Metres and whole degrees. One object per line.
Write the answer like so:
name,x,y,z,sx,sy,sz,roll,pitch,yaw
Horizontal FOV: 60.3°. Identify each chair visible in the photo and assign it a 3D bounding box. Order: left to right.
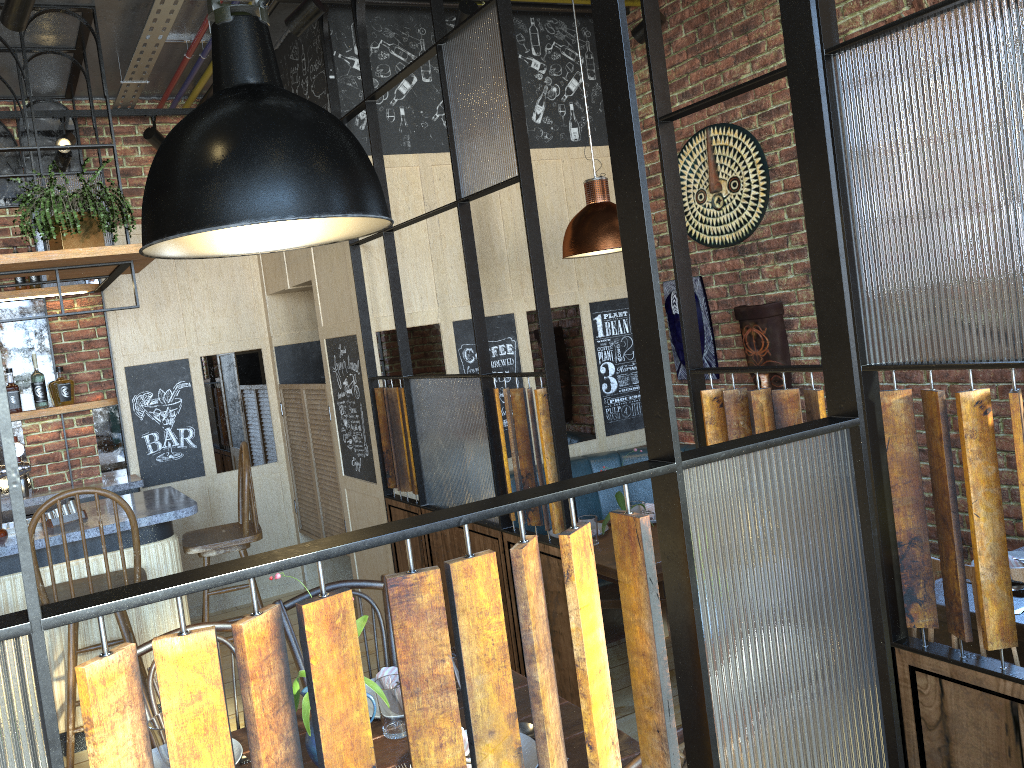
chair,-1.725,1.002,3.675,0.421,1.193,0.426,-9,3,-24
chair,-1.425,0.904,4.398,0.401,1.193,0.447,-9,3,-19
chair,-0.697,1.110,2.192,0.390,0.913,0.541,-9,3,-29
chair,-0.368,1.047,2.415,0.392,0.913,0.539,-9,3,-24
chair,0.108,1.043,1.625,0.387,0.913,0.545,-10,4,-44
chair,1.341,0.792,2.666,0.541,0.913,0.391,-6,3,27
chair,1.156,0.835,1.959,0.431,1.004,0.560,-10,4,-42

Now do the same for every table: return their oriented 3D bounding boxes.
table,-0.296,1.175,1.911,0.994,0.726,0.755,-10,4,-28
table,0.602,0.962,3.880,0.717,0.602,0.772,-10,4,-28
table,1.618,0.883,2.272,0.723,0.726,0.779,-10,4,-28

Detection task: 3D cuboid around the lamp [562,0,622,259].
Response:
lamp,0.317,-1.234,3.823,0.353,1.333,0.384,-9,3,-36

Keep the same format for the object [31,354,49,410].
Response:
object,-2.803,-0.015,5.214,0.075,0.329,0.076,-8,2,-5

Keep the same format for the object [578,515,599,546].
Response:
object,0.336,0.638,3.831,0.088,0.119,0.081,-6,3,31

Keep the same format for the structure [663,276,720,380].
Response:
structure,0.943,-0.293,4.780,0.110,0.558,0.336,-9,3,-29

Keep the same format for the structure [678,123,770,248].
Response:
structure,1.032,-0.998,4.458,0.076,0.618,0.689,-9,4,-32

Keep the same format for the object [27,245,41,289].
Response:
object,-2.846,-0.690,5.227,0.063,0.263,0.069,-10,3,-41

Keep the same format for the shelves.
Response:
shelves,-3.465,-0.088,5.116,2.043,0.744,0.627,-10,4,-27

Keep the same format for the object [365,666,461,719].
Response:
object,-0.289,0.762,2.172,0.314,0.051,0.279,-10,5,-24

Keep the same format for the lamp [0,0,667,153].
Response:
lamp,-1.758,-1.347,2.071,6.968,0.273,6.505,-10,5,-28

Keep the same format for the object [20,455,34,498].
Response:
object,-3.015,0.545,5.032,0.473,0.287,0.092,-10,3,-26

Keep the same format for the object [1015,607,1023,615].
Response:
object,1.404,0.533,2.102,0.260,0.051,0.336,-10,5,-25

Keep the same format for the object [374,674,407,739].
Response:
object,-0.267,0.736,2.008,0.088,0.119,0.080,-5,4,44

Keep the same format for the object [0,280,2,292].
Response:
object,-3.067,-0.660,5.104,0.165,0.283,0.125,-8,3,-14

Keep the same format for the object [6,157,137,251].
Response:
object,-1.885,-0.775,3.906,0.634,0.369,0.477,-5,5,39

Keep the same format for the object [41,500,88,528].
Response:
object,-2.047,0.588,4.023,0.095,0.090,0.170,-5,5,36

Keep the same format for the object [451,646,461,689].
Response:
object,-0.082,0.680,1.942,0.098,0.191,0.099,-8,3,-3

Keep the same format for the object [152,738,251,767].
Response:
object,-0.749,0.843,1.945,0.314,0.051,0.279,-10,5,-24

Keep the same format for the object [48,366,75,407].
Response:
object,-2.677,0.013,5.241,0.137,0.235,0.093,-10,4,-42

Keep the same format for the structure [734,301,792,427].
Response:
structure,1.240,-0.067,4.300,0.154,0.654,0.270,-9,3,-29

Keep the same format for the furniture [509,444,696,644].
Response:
furniture,0.649,0.819,4.196,1.438,0.821,1.499,-10,4,-28

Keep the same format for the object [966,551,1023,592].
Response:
object,1.420,0.505,2.447,0.314,0.051,0.279,-10,5,-24

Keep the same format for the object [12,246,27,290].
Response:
object,-2.911,-0.679,5.194,0.063,0.263,0.069,-9,3,-34

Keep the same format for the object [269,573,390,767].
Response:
object,-0.384,0.607,1.882,0.215,0.430,0.138,-8,2,-8

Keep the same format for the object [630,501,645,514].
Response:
object,0.563,0.595,3.974,0.088,0.119,0.081,-6,3,31

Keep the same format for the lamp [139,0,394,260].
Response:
lamp,-0.597,-0.959,1.831,0.518,1.324,0.541,-8,3,-16

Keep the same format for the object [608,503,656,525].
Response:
object,0.615,0.610,4.137,0.333,0.051,0.263,-7,4,16

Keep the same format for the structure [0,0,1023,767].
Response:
structure,-2.031,0.071,2.362,6.313,3.320,5.591,-4,5,45

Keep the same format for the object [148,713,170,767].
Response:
object,-0.679,0.774,1.796,0.097,0.191,0.099,-8,3,-8

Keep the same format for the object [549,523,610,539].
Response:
object,0.287,0.666,4.006,0.314,0.051,0.279,-10,5,-24

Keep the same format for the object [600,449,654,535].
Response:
object,0.454,0.487,3.559,0.154,0.426,0.193,-6,3,40

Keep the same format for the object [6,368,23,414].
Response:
object,-2.912,0.040,5.135,0.075,0.262,0.081,-9,3,-27

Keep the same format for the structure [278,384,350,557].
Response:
structure,-2.640,0.815,3.774,1.326,0.992,4.792,-5,5,36

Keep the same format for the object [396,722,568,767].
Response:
object,-0.060,0.759,1.800,0.314,0.051,0.279,-10,5,-24

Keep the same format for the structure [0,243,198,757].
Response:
structure,-2.858,0.616,4.259,2.255,2.170,1.807,-10,4,-28
